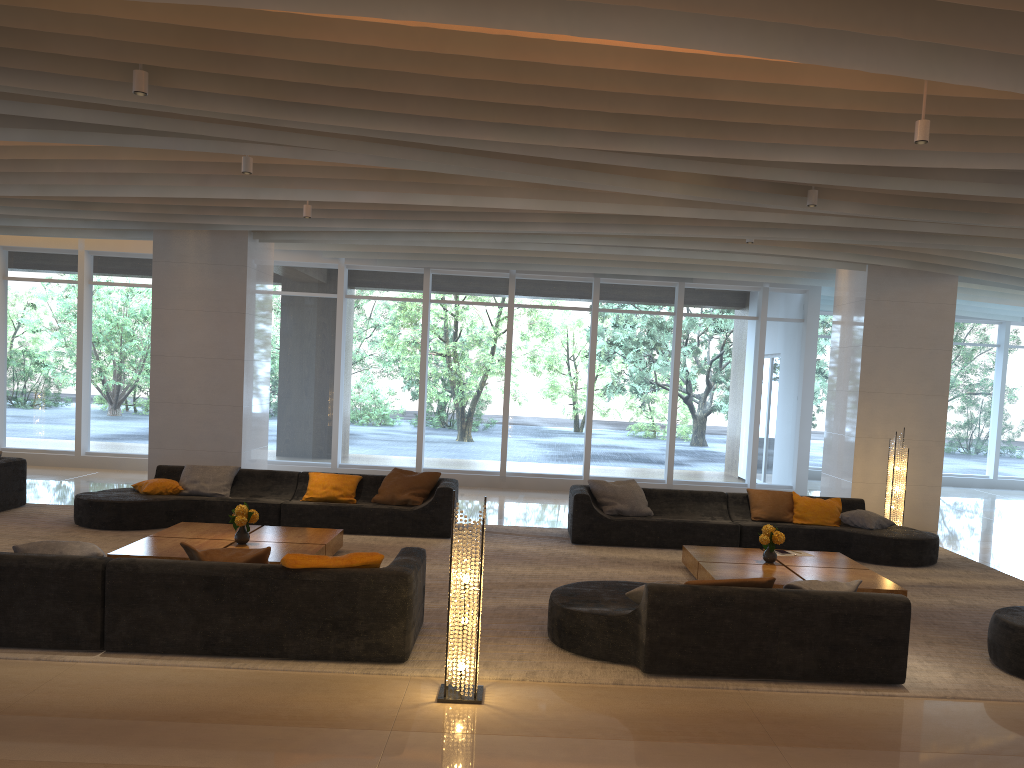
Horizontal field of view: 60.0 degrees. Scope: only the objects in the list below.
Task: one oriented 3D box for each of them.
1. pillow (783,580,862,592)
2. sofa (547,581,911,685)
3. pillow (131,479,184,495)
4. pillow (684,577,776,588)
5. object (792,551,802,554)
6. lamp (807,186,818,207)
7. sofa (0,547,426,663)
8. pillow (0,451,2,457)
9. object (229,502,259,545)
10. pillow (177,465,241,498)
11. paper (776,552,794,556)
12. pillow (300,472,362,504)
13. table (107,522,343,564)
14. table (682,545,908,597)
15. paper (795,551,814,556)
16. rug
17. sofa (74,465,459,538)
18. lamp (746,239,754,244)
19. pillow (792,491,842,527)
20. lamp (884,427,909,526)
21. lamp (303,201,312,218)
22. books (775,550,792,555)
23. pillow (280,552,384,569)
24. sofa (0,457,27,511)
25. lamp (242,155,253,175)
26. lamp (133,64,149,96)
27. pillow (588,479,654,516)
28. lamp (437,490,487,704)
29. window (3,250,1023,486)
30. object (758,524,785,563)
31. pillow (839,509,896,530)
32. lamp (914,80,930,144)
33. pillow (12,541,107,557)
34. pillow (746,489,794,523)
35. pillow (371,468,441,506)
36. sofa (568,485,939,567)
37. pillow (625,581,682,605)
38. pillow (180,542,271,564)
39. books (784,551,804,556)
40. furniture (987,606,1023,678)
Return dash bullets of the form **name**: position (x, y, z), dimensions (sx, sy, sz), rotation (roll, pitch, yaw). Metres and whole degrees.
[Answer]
- **pillow**: position (2.043, 1.437, 5.969), dimensions (0.565, 0.346, 0.455), rotation (3, 2, -2)
- **sofa**: position (1.384, 1.567, 6.187), dimensions (2.254, 0.578, 1.351), rotation (3, 1, -1)
- **pillow**: position (-4.027, 1.174, 10.070), dimensions (0.456, 0.193, 0.575), rotation (2, 1, -36)
- **pillow**: position (1.402, 1.411, 5.845), dimensions (0.604, 0.393, 0.396), rotation (3, 2, 2)
- **object**: position (2.813, 1.678, 8.821), dimensions (0.106, 0.014, 0.178), rotation (3, 1, -19)
- **lamp**: position (2.724, -2.347, 7.898), dimensions (0.087, 1.511, 0.090), rotation (6, 5, 44)
- **sofa**: position (-2.509, 1.367, 5.904), dimensions (3.779, 0.584, 0.938), rotation (3, 1, -1)
- **pillow**: position (-6.320, 0.939, 10.192), dimensions (0.630, 0.379, 0.553), rotation (3, 2, 21)
- **object**: position (-2.389, 1.239, 7.894), dimensions (0.262, 0.378, 0.238), rotation (4, 3, 21)
- **pillow**: position (-3.503, 1.144, 10.187), dimensions (0.665, 0.418, 0.460), rotation (3, 2, -1)
- **paper**: position (2.663, 1.678, 8.796), dimensions (0.187, 0.001, 0.254), rotation (3, 1, -8)
- **pillow**: position (-2.085, 1.235, 10.227), dimensions (0.638, 0.395, 0.448), rotation (3, 2, -1)
- **table**: position (-2.501, 1.532, 8.065), dimensions (1.601, 0.220, 1.596), rotation (3, 1, 0)
- **table**: position (2.512, 1.787, 8.198), dimensions (1.601, 0.220, 1.596), rotation (3, 1, 0)
- **paper**: position (2.867, 1.688, 8.833), dimensions (0.187, 0.001, 0.254), rotation (3, 1, -13)
- **rug**: position (-2.830, 1.628, 8.065), dimensions (16.227, 0.022, 5.495), rotation (3, 1, -1)
- **sofa**: position (-2.706, 1.319, 9.997), dimensions (4.149, 0.584, 1.346), rotation (3, 1, -3)
- **lamp**: position (2.758, -2.366, 10.092), dimensions (0.087, 1.511, 0.090), rotation (6, 5, 44)
- **pillow**: position (3.571, 1.488, 10.373), dimensions (0.604, 0.404, 0.475), rotation (3, 2, 7)
- **lamp**: position (4.849, 1.272, 11.192), dimensions (0.250, 1.455, 0.249), rotation (3, 4, 0)
- **lamp**: position (-2.264, -2.621, 9.915), dimensions (0.089, 1.511, 0.088), rotation (2, 4, -9)
- **books**: position (2.683, 1.670, 8.804), dimensions (0.112, 0.011, 0.180), rotation (3, 1, -9)
- **pillow**: position (-1.210, 1.242, 5.791), dimensions (0.647, 0.379, 0.539), rotation (2, 2, -23)
- **sofa**: position (-7.622, 1.067, 10.035), dimensions (3.779, 0.584, 0.938), rotation (3, 1, -1)
- **lamp**: position (-2.292, -2.602, 7.740), dimensions (0.090, 1.511, 0.087), rotation (1, 4, -27)
- **lamp**: position (-2.310, -2.583, 5.550), dimensions (0.089, 1.511, 0.088), rotation (2, 4, -9)
- **pillow**: position (1.271, 1.327, 10.393), dimensions (0.647, 0.379, 0.539), rotation (2, 2, -23)
- **lamp**: position (-0.265, 1.194, 5.066), dimensions (0.250, 1.202, 0.249), rotation (3, 4, 0)
- **window**: position (-4.719, -0.354, 12.113), dimensions (55.372, 3.230, 21.726), rotation (3, 1, -35)
- **object**: position (2.415, 1.482, 8.274), dimensions (0.236, 0.378, 0.265), rotation (3, 3, 2)
- **pillow**: position (4.109, 1.578, 10.256), dimensions (0.596, 0.209, 0.431), rotation (2, 1, -41)
- **lamp**: position (2.708, -2.327, 5.739), dimensions (0.087, 1.511, 0.090), rotation (6, 5, 44)
- **pillow**: position (-2.895, 1.215, 5.823), dimensions (0.586, 0.378, 0.420), rotation (3, 2, 1)
- **pillow**: position (3.070, 1.446, 10.417), dimensions (0.577, 0.375, 0.368), rotation (3, 2, -2)
- **pillow**: position (-1.228, 1.199, 10.327), dimensions (0.630, 0.379, 0.553), rotation (3, 2, 21)
- **sofa**: position (2.727, 1.595, 10.278), dimensions (4.167, 0.584, 1.340), rotation (3, 1, 5)
- **pillow**: position (1.060, 1.430, 6.016), dimensions (0.421, 0.247, 0.478), rotation (4, 2, 35)
- **pillow**: position (-1.853, 1.230, 5.848), dimensions (0.601, 0.411, 0.443), rotation (3, 2, 1)
- **books**: position (2.763, 1.678, 8.802), dimensions (0.214, 0.011, 0.179), rotation (3, 1, -19)
- **furniture**: position (3.805, 1.801, 6.070), dimensions (0.978, 0.365, 0.986), rotation (3, 1, 9)
